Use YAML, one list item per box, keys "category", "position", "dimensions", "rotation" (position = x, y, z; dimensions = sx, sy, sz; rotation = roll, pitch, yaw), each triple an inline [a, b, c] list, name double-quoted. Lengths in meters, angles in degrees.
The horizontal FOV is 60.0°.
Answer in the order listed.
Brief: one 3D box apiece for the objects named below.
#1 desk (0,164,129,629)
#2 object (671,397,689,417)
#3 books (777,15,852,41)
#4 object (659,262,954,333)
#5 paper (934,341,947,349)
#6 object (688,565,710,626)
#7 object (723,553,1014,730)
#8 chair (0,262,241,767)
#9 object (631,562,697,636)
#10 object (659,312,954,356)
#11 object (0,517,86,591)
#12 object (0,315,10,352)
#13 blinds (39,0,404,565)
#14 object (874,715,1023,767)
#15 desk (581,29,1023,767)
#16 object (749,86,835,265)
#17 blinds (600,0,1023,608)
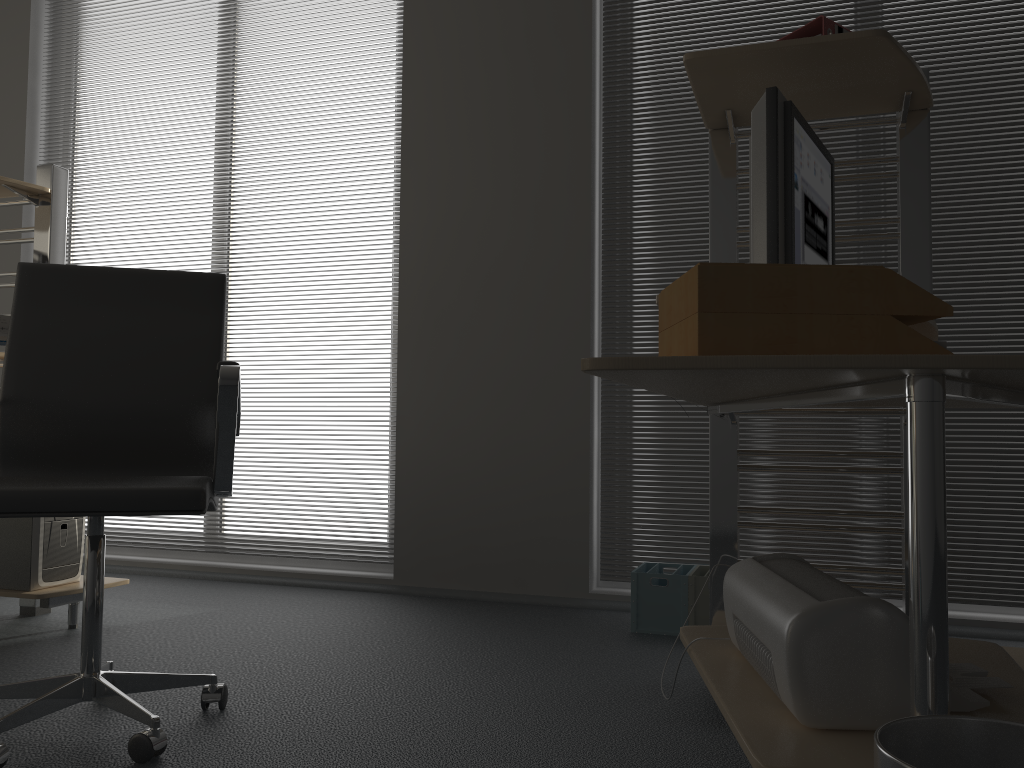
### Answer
- category: "desk"
  position: [-1.887, -0.024, 2.454]
  dimensions: [0.967, 1.566, 1.469]
  rotation: [0, -3, 19]
- category: "object"
  position: [0.667, 0.020, 1.649]
  dimensions: [0.814, 0.082, 0.478]
  rotation: [-1, -3, 26]
- category: "books"
  position: [0.710, -0.747, 2.101]
  dimensions: [0.320, 0.072, 0.262]
  rotation: [3, -4, -39]
- category: "object"
  position: [0.369, -0.107, 1.168]
  dimensions: [0.309, 0.060, 0.225]
  rotation: [1, -3, -2]
- category: "paper"
  position: [0.370, -0.038, 1.164]
  dimensions: [0.297, 0.019, 0.210]
  rotation: [1, -3, -2]
- category: "object"
  position: [0.688, 0.719, 2.909]
  dimensions: [0.185, 0.202, 0.245]
  rotation: [0, -3, 19]
- category: "object"
  position: [0.524, 0.358, 1.299]
  dimensions: [0.351, 0.162, 0.438]
  rotation: [0, -3, 3]
- category: "chair"
  position: [-0.898, 0.216, 1.924]
  dimensions: [0.584, 1.048, 0.652]
  rotation: [1, -3, -16]
- category: "object"
  position: [0.512, 0.720, 2.968]
  dimensions: [0.185, 0.202, 0.245]
  rotation: [0, -3, 19]
- category: "object"
  position: [0.369, -0.051, 1.165]
  dimensions: [0.309, 0.060, 0.225]
  rotation: [1, -3, -2]
- category: "object"
  position: [-1.651, 0.436, 2.904]
  dimensions: [0.471, 0.422, 0.199]
  rotation: [0, -3, 19]
- category: "object"
  position: [-1.752, -0.170, 3.016]
  dimensions: [0.154, 0.135, 0.093]
  rotation: [3, -4, -35]
- category: "blinds"
  position: [-1.382, -0.629, 4.006]
  dimensions: [1.950, 2.749, 0.037]
  rotation: [0, -3, 19]
- category: "object"
  position: [0.428, 0.512, 0.770]
  dimensions: [0.208, 0.377, 0.208]
  rotation: [2, -4, -28]
- category: "desk"
  position: [0.762, -0.045, 1.566]
  dimensions: [0.967, 1.566, 1.469]
  rotation: [0, -3, 19]
- category: "object"
  position: [0.580, -0.344, 1.946]
  dimensions: [0.245, 0.418, 0.516]
  rotation: [-2, -4, 40]
- category: "blinds"
  position: [1.274, -0.649, 3.117]
  dimensions: [1.950, 2.770, 0.022]
  rotation: [0, -3, 19]
